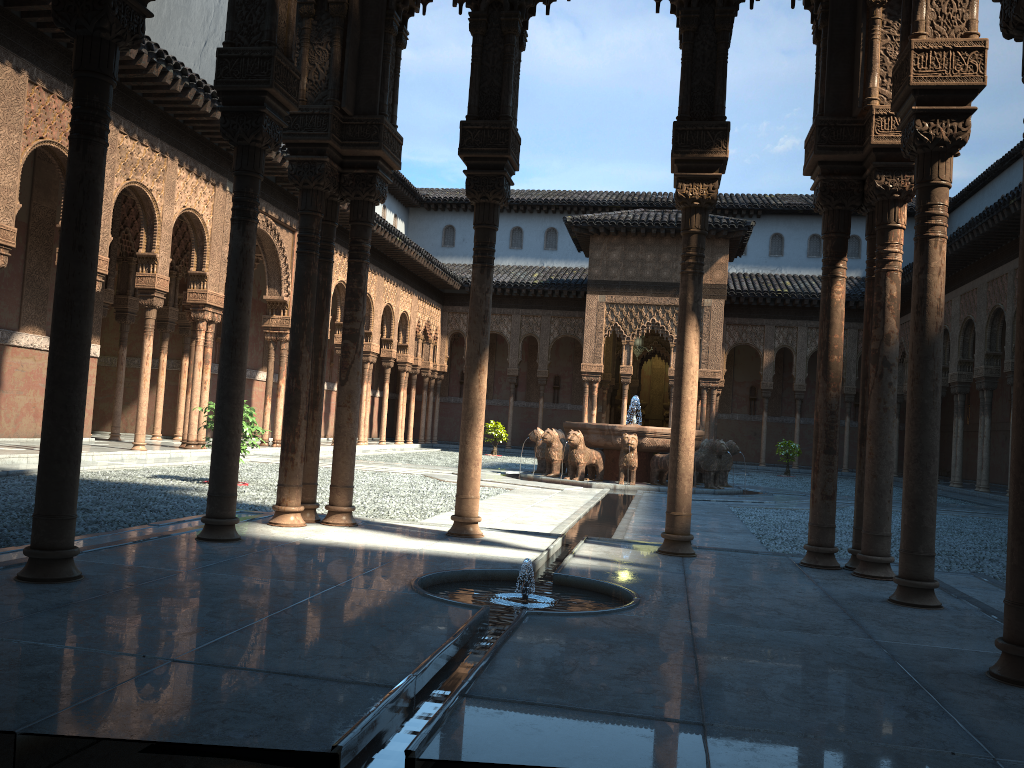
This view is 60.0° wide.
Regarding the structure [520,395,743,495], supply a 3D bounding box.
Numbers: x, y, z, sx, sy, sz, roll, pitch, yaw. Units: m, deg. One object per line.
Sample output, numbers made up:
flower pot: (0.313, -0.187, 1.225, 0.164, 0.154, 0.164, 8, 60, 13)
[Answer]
structure: (2.533, 1.233, 18.650, 4.508, 1.991, 4.508, 3, -3, 10)
